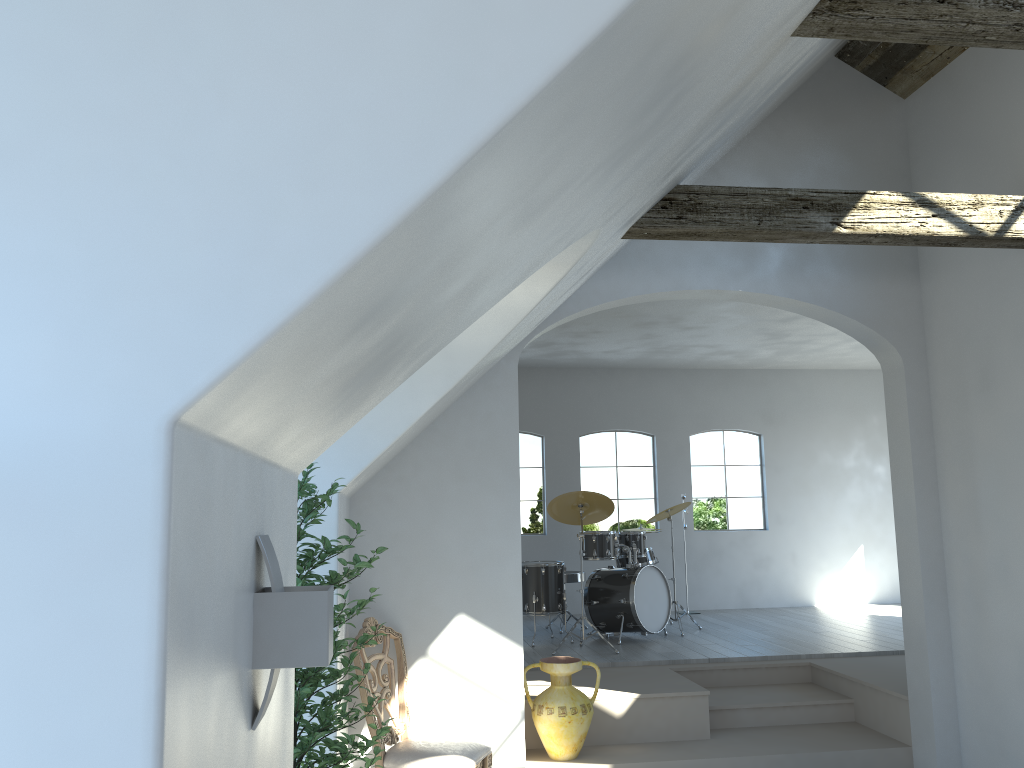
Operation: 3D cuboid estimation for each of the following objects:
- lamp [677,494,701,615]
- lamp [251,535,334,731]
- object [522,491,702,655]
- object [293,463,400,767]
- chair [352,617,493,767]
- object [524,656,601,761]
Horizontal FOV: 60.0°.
[{"bbox_3d":[2.039,1.989,10.445,0.232,1.383,0.238,0,-8,-8],"label":"lamp"},{"bbox_3d":[-0.389,0.435,1.590,0.127,0.325,0.127,0,-8,-8],"label":"lamp"},{"bbox_3d":[0.804,1.763,8.689,1.465,1.383,2.354,-7,-10,36],"label":"object"},{"bbox_3d":[-0.809,1.253,3.327,0.718,1.920,0.737,-3,-8,11],"label":"object"},{"bbox_3d":[-0.482,1.843,4.731,0.655,1.159,0.552,-4,-9,17],"label":"chair"},{"bbox_3d":[0.323,2.085,5.701,0.396,0.605,0.402,-8,-11,38],"label":"object"}]
